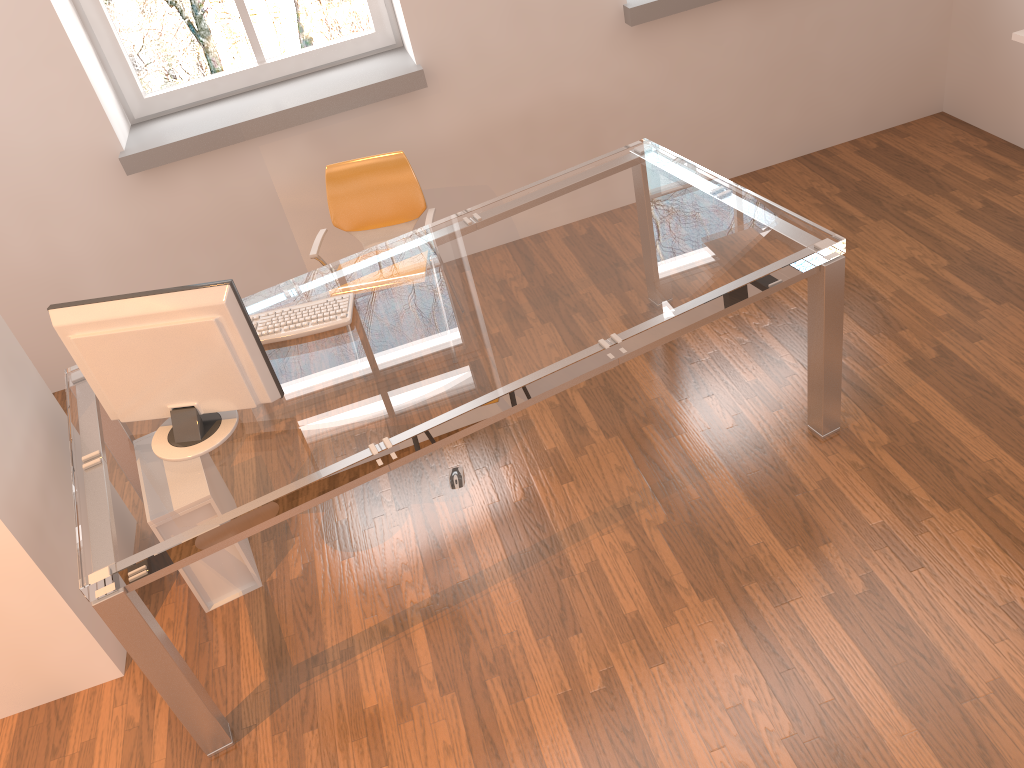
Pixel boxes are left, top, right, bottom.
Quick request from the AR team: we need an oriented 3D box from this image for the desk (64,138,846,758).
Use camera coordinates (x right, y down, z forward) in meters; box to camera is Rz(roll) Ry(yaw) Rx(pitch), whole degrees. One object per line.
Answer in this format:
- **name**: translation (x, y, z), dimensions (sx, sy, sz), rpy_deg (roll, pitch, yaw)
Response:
- **desk**: translation (-0.172, 0.055, 2.967), dimensions (2.239, 0.750, 1.092), rpy_deg (-24, 38, -13)

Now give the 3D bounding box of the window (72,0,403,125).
- **window**: translation (-1.297, -2.054, 3.600), dimensions (1.308, 1.737, 0.142), rpy_deg (-18, 37, -5)

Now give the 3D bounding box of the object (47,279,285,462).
- **object**: translation (-0.932, -0.030, 2.352), dimensions (0.516, 0.418, 0.245), rpy_deg (0, 39, 18)

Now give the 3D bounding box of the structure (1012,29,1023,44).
- **structure**: translation (0.267, -0.969, 2.250), dimensions (4.630, 3.042, 3.450), rpy_deg (-18, 37, -5)

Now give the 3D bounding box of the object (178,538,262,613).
- **object**: translation (-1.071, 0.453, 3.038), dimensions (0.200, 0.422, 0.474), rpy_deg (-24, 38, -13)

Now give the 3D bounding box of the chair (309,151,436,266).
- **chair**: translation (-0.517, -0.470, 3.687), dimensions (0.495, 0.829, 0.464), rpy_deg (-9, 37, 7)

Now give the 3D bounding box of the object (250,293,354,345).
- **object**: translation (-0.735, -0.198, 2.829), dimensions (0.467, 0.031, 0.200), rpy_deg (-12, 37, 3)

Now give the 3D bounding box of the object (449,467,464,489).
- **object**: translation (-0.203, 0.337, 3.225), dimensions (0.054, 0.035, 0.115), rpy_deg (-12, 37, 3)
